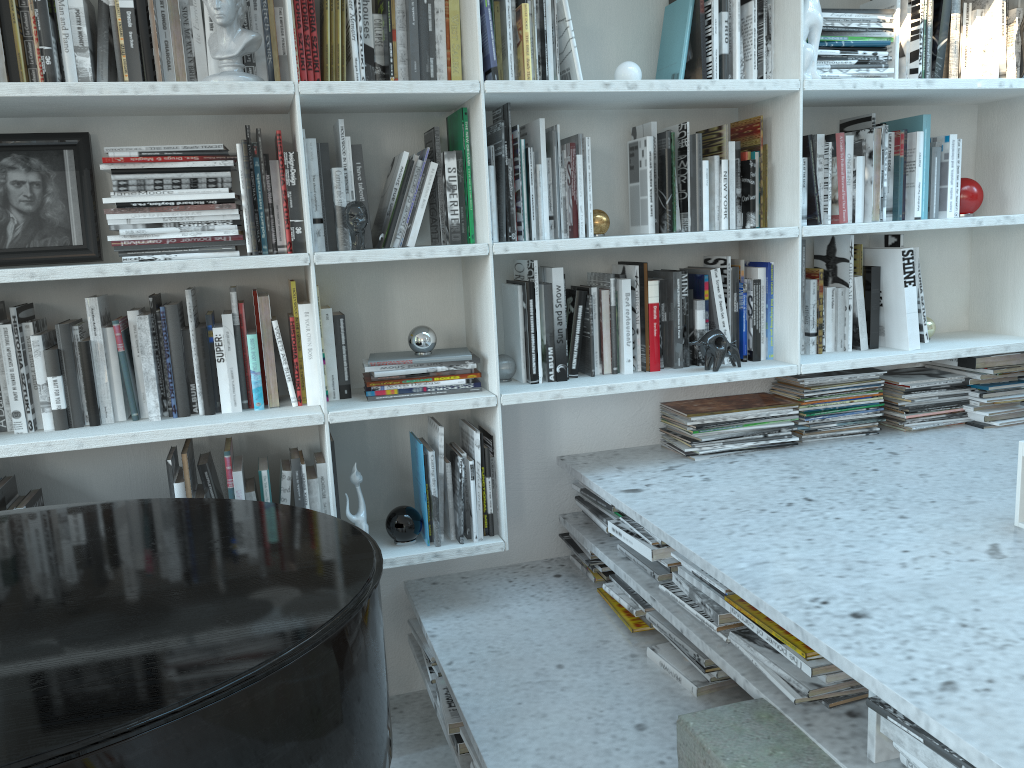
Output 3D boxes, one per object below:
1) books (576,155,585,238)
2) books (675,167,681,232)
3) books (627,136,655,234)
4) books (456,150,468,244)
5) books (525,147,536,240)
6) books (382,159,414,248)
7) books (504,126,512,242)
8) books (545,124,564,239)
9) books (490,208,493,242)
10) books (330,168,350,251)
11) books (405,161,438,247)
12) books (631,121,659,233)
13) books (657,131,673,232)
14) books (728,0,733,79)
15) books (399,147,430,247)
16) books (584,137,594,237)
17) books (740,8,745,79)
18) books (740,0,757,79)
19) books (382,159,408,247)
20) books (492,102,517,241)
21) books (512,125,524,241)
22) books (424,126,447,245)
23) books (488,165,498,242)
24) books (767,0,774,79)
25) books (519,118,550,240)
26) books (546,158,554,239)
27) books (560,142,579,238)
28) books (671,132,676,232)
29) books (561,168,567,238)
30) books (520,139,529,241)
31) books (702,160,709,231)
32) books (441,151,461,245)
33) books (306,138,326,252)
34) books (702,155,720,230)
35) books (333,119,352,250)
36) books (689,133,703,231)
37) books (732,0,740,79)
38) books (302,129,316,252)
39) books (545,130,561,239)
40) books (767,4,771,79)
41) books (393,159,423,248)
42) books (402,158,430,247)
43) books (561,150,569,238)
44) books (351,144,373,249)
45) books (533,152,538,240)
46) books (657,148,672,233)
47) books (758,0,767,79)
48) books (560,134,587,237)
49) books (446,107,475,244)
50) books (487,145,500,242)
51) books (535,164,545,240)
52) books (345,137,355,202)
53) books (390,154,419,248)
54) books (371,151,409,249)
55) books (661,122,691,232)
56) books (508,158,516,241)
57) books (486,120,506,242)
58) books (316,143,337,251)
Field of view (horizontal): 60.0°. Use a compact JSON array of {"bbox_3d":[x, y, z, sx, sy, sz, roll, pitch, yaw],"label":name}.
[{"bbox_3d":[0.152,-0.492,2.349,0.014,0.208,0.180,-6,11,-15],"label":"books"},{"bbox_3d":[0.424,-0.525,2.450,0.031,0.209,0.122,-6,11,-15],"label":"books"},{"bbox_3d":[0.351,-0.536,2.408,0.019,0.252,0.130,-6,11,-15],"label":"books"},{"bbox_3d":[-0.147,-0.472,2.264,0.021,0.227,0.148,-6,11,-15],"label":"books"},{"bbox_3d":[0.025,-0.486,2.297,0.011,0.227,0.187,-6,11,-15],"label":"books"},{"bbox_3d":[-0.295,-0.446,2.218,0.089,0.210,0.175,-6,11,-15],"label":"books"},{"bbox_3d":[-0.032,-0.511,2.293,0.006,0.282,0.155,-6,11,-15],"label":"books"},{"bbox_3d":[0.102,-0.528,2.342,0.006,0.285,0.159,-6,11,-15],"label":"books"},{"bbox_3d":[-0.080,-0.498,2.277,0.010,0.267,0.157,-6,11,-15],"label":"books"},{"bbox_3d":[-0.428,-0.426,2.179,0.027,0.192,0.182,-6,10,-15],"label":"books"},{"bbox_3d":[-0.242,-0.450,2.246,0.091,0.206,0.168,-6,11,-15],"label":"books"},{"bbox_3d":[0.363,-0.558,2.421,0.016,0.290,0.131,-6,11,-15],"label":"books"},{"bbox_3d":[0.397,-0.545,2.419,0.015,0.263,0.149,-6,11,-15],"label":"books"},{"bbox_3d":[0.550,-0.920,2.391,0.015,0.260,0.152,-6,11,-15],"label":"books"},{"bbox_3d":[-0.259,-0.467,2.239,0.094,0.239,0.149,-6,11,-15],"label":"books"},{"bbox_3d":[0.176,-0.517,2.357,0.013,0.252,0.172,-6,11,-15],"label":"books"},{"bbox_3d":[0.578,-0.932,2.406,0.032,0.275,0.154,-6,11,-15],"label":"books"},{"bbox_3d":[0.606,-0.930,2.391,0.012,0.274,0.183,-6,11,-15],"label":"books"},{"bbox_3d":[-0.307,-0.453,2.228,0.088,0.220,0.138,-6,11,-15],"label":"books"},{"bbox_3d":[-0.020,-0.545,2.309,0.007,0.342,0.149,-6,11,-15],"label":"books"},{"bbox_3d":[0.001,-0.514,2.294,0.005,0.284,0.158,-6,11,-15],"label":"books"},{"bbox_3d":[-0.196,-0.498,2.256,0.013,0.286,0.138,-6,11,-15],"label":"books"},{"bbox_3d":[-0.069,-0.462,2.297,0.015,0.188,0.167,-6,10,-15],"label":"books"},{"bbox_3d":[0.672,-0.925,2.422,0.010,0.246,0.158,-6,11,-15],"label":"books"},{"bbox_3d":[0.058,-0.526,2.307,0.014,0.297,0.175,-6,11,-15],"label":"books"},{"bbox_3d":[0.075,-0.484,2.337,0.013,0.203,0.166,-6,11,-15],"label":"books"},{"bbox_3d":[0.136,-0.506,2.345,0.015,0.239,0.176,-6,11,-15],"label":"books"},{"bbox_3d":[0.409,-0.545,2.422,0.008,0.259,0.158,-6,11,-15],"label":"books"},{"bbox_3d":[0.114,-0.476,2.353,0.013,0.179,0.140,-6,11,-15],"label":"books"},{"bbox_3d":[0.010,-0.498,2.302,0.013,0.249,0.164,-6,11,-15],"label":"books"},{"bbox_3d":[0.489,-0.511,2.429,0.018,0.182,0.181,-6,10,-15],"label":"books"},{"bbox_3d":[-0.168,-0.466,2.247,0.029,0.223,0.170,-6,11,-15],"label":"books"},{"bbox_3d":[-0.488,-0.459,2.181,0.024,0.264,0.153,-6,11,-15],"label":"books"},{"bbox_3d":[0.525,-0.523,2.449,0.015,0.195,0.175,-6,10,-15],"label":"books"},{"bbox_3d":[-0.416,-0.486,2.189,0.013,0.307,0.141,-6,11,-15],"label":"books"},{"bbox_3d":[0.469,-0.543,2.419,0.018,0.251,0.183,-6,11,-15],"label":"books"},{"bbox_3d":[0.565,-0.903,2.390,0.012,0.225,0.177,-6,11,-15],"label":"books"},{"bbox_3d":[-0.506,-0.468,2.175,0.012,0.285,0.159,-6,11,-15],"label":"books"},{"bbox_3d":[0.088,-0.515,2.323,0.012,0.268,0.182,-6,11,-15],"label":"books"},{"bbox_3d":[0.654,-0.908,2.429,0.023,0.212,0.164,-6,11,-15],"label":"books"},{"bbox_3d":[-0.274,-0.451,2.240,0.090,0.212,0.143,-6,11,-15],"label":"books"},{"bbox_3d":[-0.257,-0.456,2.252,0.090,0.215,0.139,-6,11,-15],"label":"books"},{"bbox_3d":[0.123,-0.499,2.353,0.008,0.223,0.133,-6,11,-15],"label":"books"},{"bbox_3d":[-0.382,-0.462,2.213,0.035,0.249,0.140,-6,11,-15],"label":"books"},{"bbox_3d":[0.033,-0.485,2.313,0.013,0.219,0.160,-6,11,-15],"label":"books"},{"bbox_3d":[0.387,-0.519,2.406,0.015,0.216,0.177,-6,11,-15],"label":"books"},{"bbox_3d":[0.641,-0.924,2.406,0.011,0.253,0.168,-6,11,-15],"label":"books"},{"bbox_3d":[0.163,-0.521,2.352,0.014,0.261,0.141,-6,11,-15],"label":"books"},{"bbox_3d":[-0.132,-0.522,2.258,0.014,0.325,0.182,-6,11,-15],"label":"books"},{"bbox_3d":[-0.061,-0.490,2.304,0.011,0.240,0.136,-6,11,-15],"label":"books"},{"bbox_3d":[0.047,-0.470,2.315,0.013,0.187,0.183,-6,10,-15],"label":"books"},{"bbox_3d":[-0.405,-0.469,2.204,0.012,0.266,0.157,-6,11,-15],"label":"books"},{"bbox_3d":[-0.286,-0.458,2.240,0.095,0.226,0.144,-6,11,-15],"label":"books"},{"bbox_3d":[-0.311,-0.452,2.207,0.095,0.229,0.189,-6,11,-15],"label":"books"},{"bbox_3d":[0.449,-0.563,2.437,0.007,0.285,0.159,-6,11,-15],"label":"books"},{"bbox_3d":[-0.023,-0.475,2.310,0.013,0.205,0.153,-6,11,-15],"label":"books"},{"bbox_3d":[-0.044,-0.517,2.290,0.018,0.296,0.177,-6,11,-15],"label":"books"},{"bbox_3d":[-0.462,-0.456,2.186,0.028,0.253,0.142,-6,11,-15],"label":"books"}]
